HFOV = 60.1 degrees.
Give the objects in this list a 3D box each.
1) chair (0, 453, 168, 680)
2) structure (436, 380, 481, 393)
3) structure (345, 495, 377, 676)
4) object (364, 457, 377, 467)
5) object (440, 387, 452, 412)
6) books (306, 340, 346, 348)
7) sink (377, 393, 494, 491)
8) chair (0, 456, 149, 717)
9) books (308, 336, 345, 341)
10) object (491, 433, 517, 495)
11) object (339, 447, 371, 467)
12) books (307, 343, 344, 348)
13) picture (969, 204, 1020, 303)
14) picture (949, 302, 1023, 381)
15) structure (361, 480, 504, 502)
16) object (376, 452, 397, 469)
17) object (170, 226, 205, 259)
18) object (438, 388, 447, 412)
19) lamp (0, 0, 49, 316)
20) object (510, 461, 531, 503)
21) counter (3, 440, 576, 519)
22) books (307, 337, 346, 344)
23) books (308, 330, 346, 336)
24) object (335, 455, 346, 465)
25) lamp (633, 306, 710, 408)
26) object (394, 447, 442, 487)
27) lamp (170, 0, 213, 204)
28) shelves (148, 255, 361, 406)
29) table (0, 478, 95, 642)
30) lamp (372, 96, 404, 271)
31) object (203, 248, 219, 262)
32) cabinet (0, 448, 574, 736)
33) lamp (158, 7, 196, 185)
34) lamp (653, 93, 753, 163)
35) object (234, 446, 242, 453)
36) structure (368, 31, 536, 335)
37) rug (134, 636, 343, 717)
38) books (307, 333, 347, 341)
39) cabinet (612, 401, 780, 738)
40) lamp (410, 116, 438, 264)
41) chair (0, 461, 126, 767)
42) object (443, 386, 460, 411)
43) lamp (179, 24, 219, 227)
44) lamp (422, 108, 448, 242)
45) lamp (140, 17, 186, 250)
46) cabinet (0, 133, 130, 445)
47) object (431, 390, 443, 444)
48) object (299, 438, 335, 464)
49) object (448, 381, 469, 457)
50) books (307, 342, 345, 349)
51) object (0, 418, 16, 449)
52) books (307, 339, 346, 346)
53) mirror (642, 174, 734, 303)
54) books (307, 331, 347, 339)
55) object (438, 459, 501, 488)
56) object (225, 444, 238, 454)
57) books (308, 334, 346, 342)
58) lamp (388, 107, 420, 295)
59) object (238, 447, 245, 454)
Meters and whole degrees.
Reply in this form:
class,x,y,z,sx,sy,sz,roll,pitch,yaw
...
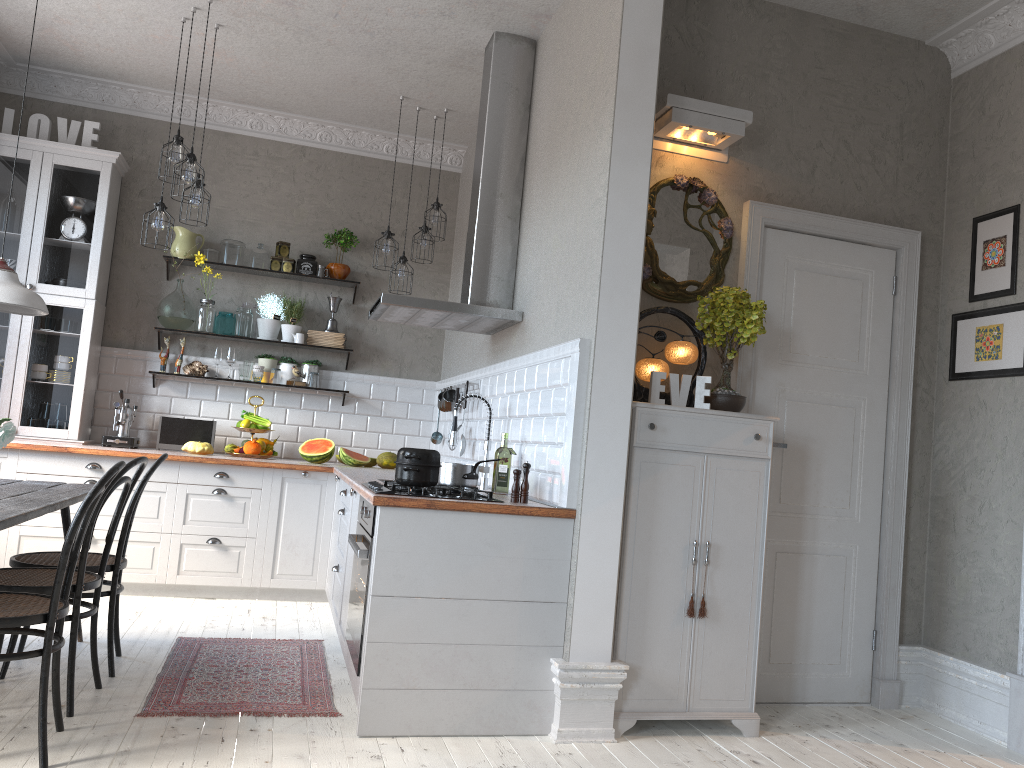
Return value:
class,x,y,z,sx,sy,sz,roll,pitch,yaw
chair,-1.802,0.731,3.741,0.556,0.921,0.432,7,-5,-18
structure,-0.353,0.024,5.623,0.095,0.053,1.073,6,-4,-14
structure,-0.347,0.796,3.612,0.625,0.623,0.615,6,-4,-15
object,-1.004,0.543,6.172,0.117,0.073,0.204,2,-5,38
object,-0.401,0.099,5.712,0.109,0.161,0.135,6,-4,-13
books,-1.336,-0.286,6.371,0.262,0.016,0.157,5,-4,-3
sink,-0.355,0.387,4.302,0.534,0.720,0.480,6,-5,-15
chair,-1.700,0.705,3.273,0.553,0.921,0.435,6,-4,-8
books,-1.333,-0.319,6.373,0.263,0.011,0.156,6,-4,-13
object,-0.031,0.365,4.049,0.090,0.282,0.081,6,-5,-15
object,-1.054,0.498,5.979,0.228,0.127,0.145,8,-5,-33
books,-1.338,-0.264,6.369,0.263,0.011,0.156,6,-4,-13
picture,2.247,-0.602,4.131,0.012,0.417,0.279,6,-5,-14
picture,2.209,-0.190,4.101,0.014,0.331,0.484,6,-4,-14
structure,-0.341,0.432,3.637,0.502,0.031,0.598,6,-4,-15
object,-0.858,0.532,6.165,0.129,0.119,0.208,2,-5,38
object,-2.235,-0.954,6.074,0.191,0.216,0.173,5,-4,-2
object,-0.433,0.105,5.834,0.109,0.161,0.136,5,-4,-3
lamp,-2.008,-1.229,3.657,0.382,1.859,0.377,6,-4,-8
object,0.036,0.387,3.520,0.074,0.167,0.035,6,-5,-16
counter,-1.697,0.416,4.573,3.197,0.039,3.351,6,-4,-15
books,-1.334,-0.308,6.372,0.263,0.011,0.156,6,-4,-10
books,-1.329,-0.361,6.377,0.263,0.011,0.156,6,-4,-10
object,-1.144,0.539,6.230,0.200,0.067,0.102,6,-4,-9
lamp,0.643,-0.057,3.816,0.452,0.558,0.171,6,-4,-8
object,-0.371,0.328,3.487,0.194,0.147,0.189,8,-5,-36
lamp,-1.621,-1.819,4.682,0.144,1.735,0.149,2,-5,31
shelves,-1.789,-0.336,6.231,1.331,0.923,0.226,6,-5,-16
table,-2.144,0.751,3.154,0.915,0.735,1.897,6,-4,-15
lamp,-0.747,-1.607,5.792,0.145,1.735,0.148,4,-5,17
object,-2.100,-0.881,6.170,0.104,0.111,0.102,6,-4,-16
cabinet,-1.334,0.879,4.810,4.118,0.854,2.024,3,-5,30
lamp,-1.741,-1.951,4.817,0.149,1.735,0.144,8,-5,-28
lamp,0.838,-1.144,3.978,0.420,0.171,0.217,6,-4,-16
object,-1.835,0.445,5.960,0.084,0.057,0.089,4,-4,17
structure,-0.309,-1.130,4.805,0.721,1.596,0.704,6,-5,-15
rug,-1.147,1.249,3.858,0.744,0.014,1.274,6,-4,-15
books,-1.331,-0.340,6.375,0.262,0.016,0.157,5,-4,-3
cabinet,0.687,0.753,3.688,0.674,1.297,0.379,6,-5,-16
lamp,-0.539,-1.696,6.106,0.144,1.735,0.149,3,-5,26
chair,-1.563,0.679,2.764,0.556,0.921,0.432,7,-5,-18
object,-0.378,0.091,5.587,0.108,0.161,0.137,5,-4,2
lamp,-1.692,-1.752,4.981,0.149,1.735,0.144,8,-5,-28
lamp,-0.445,-1.828,5.965,0.150,1.735,0.143,9,-6,-43
lamp,-1.876,-1.613,4.923,0.143,1.735,0.150,1,-6,41
cabinet,-3.087,-0.579,5.714,0.889,1.921,0.383,6,-5,-16
object,-0.502,0.226,6.076,0.078,0.379,0.081,6,-5,-15
object,-1.314,0.450,5.956,0.235,0.174,0.218,5,-4,6
object,-0.321,0.204,5.218,0.082,0.443,0.325,6,-4,-14
books,-1.337,-0.276,6.370,0.263,0.011,0.156,6,-4,-10
object,-1.853,0.187,2.983,0.315,0.414,0.248,6,-5,-17
books,-1.335,-0.297,6.372,0.262,0.016,0.157,5,-4,-7
mirror,0.771,-0.664,4.018,0.539,0.593,0.070,6,-5,-16
books,-1.330,-0.351,6.376,0.262,0.016,0.157,5,-4,-7
object,-0.168,0.375,3.781,0.300,0.134,0.177,4,-5,19
object,-1.882,0.439,5.983,0.076,0.072,0.153,4,-4,15
books,-1.332,-0.329,6.374,0.263,0.011,0.156,6,-4,-10
lamp,-0.667,-1.465,5.947,0.150,1.735,0.143,9,-6,-43
object,-1.825,0.456,5.978,0.071,0.076,0.224,8,-5,-33
